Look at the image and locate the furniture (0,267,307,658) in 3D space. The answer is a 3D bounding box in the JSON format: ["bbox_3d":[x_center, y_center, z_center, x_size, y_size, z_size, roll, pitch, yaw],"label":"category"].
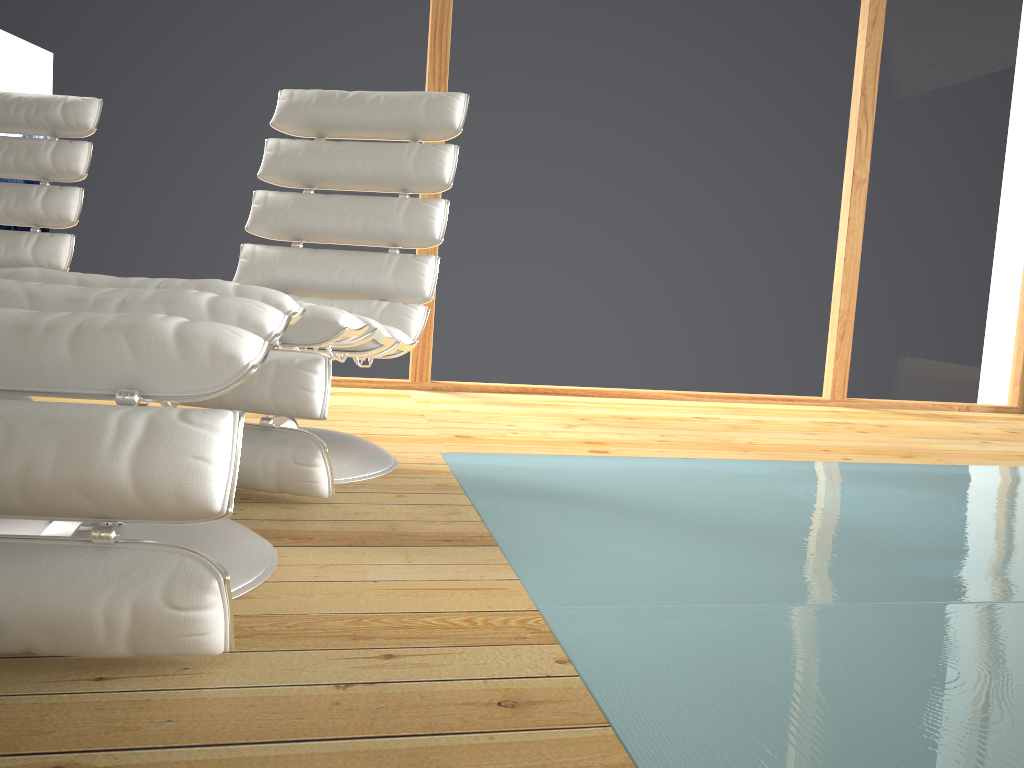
[{"bbox_3d":[-0.619,0.062,1.263,0.569,0.438,0.688,3,6,-6],"label":"furniture"}]

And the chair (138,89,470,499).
[{"bbox_3d":[-0.516,-0.300,2.133,0.570,0.966,0.916,5,6,13],"label":"chair"}]

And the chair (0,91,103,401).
[{"bbox_3d":[-1.638,-0.422,2.526,0.569,0.966,0.916,4,6,-2],"label":"chair"}]
